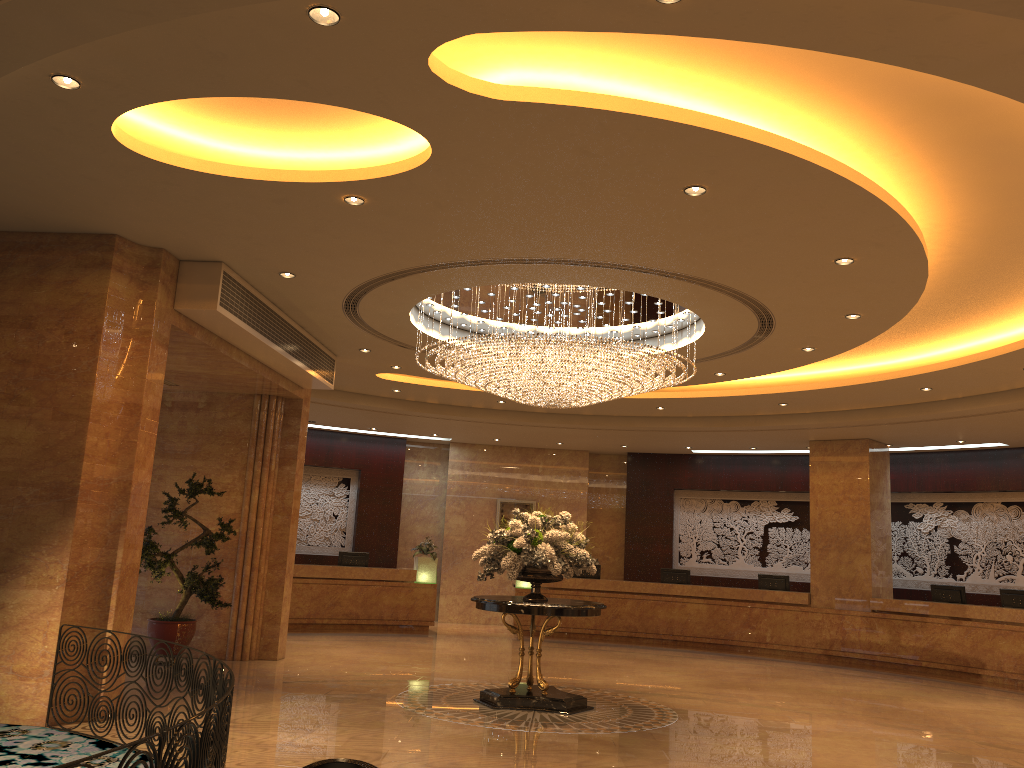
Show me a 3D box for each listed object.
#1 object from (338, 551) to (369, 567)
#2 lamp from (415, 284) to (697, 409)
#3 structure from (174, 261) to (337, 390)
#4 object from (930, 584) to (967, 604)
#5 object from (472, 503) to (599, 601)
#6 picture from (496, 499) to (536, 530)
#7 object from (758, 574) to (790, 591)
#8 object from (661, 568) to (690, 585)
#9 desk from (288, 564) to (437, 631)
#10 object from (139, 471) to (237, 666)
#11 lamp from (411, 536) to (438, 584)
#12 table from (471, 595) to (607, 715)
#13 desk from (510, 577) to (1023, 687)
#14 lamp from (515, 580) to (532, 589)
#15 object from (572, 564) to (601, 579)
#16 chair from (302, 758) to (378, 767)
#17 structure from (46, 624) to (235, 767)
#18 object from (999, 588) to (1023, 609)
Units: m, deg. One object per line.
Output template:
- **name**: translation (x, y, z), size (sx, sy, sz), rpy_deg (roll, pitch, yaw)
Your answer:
- **object**: translation (-3.280, 3.543, 17.417), size (0.918, 0.500, 0.397), rpy_deg (6, -11, -13)
- **lamp**: translation (0.498, -0.321, 10.237), size (3.206, 1.196, 3.204), rpy_deg (-6, -14, 41)
- **structure**: translation (-2.855, -0.554, 10.505), size (0.425, 0.483, 4.113), rpy_deg (2, -11, 5)
- **object**: translation (7.480, 3.701, 15.186), size (0.430, 0.500, 0.531), rpy_deg (3, -11, 1)
- **object**: translation (0.302, 1.884, 9.850), size (1.277, 0.999, 1.318), rpy_deg (-4, -13, 35)
- **picture**: translation (0.084, 3.062, 19.962), size (0.875, 0.890, 0.068), rpy_deg (4, -11, -4)
- **object**: translation (5.069, 3.946, 17.171), size (0.430, 0.500, 0.531), rpy_deg (8, -12, -23)
- **object**: translation (3.299, 3.989, 17.915), size (0.430, 0.500, 0.531), rpy_deg (11, -13, -34)
- **desk**: translation (-3.848, 4.017, 16.823), size (5.227, 1.155, 1.570), rpy_deg (10, -13, -30)
- **object**: translation (-4.109, 2.279, 11.019), size (1.250, 2.363, 0.843), rpy_deg (6, -11, -14)
- **lamp**: translation (-1.735, 3.487, 17.642), size (0.570, 0.923, 0.580), rpy_deg (3, -11, 2)
- **table**: translation (0.262, 2.902, 9.624), size (1.493, 1.089, 1.493), rpy_deg (4, -11, -2)
- **desk**: translation (5.535, 4.259, 15.363), size (12.951, 1.155, 3.466), rpy_deg (-6, -14, 38)
- **lamp**: translation (0.280, 3.662, 17.967), size (0.577, 0.925, 0.542), rpy_deg (2, -11, 7)
- **object**: translation (1.522, 3.958, 18.271), size (0.531, 0.500, 0.430), rpy_deg (-6, -14, 41)
- **chair**: translation (-0.546, 1.561, 2.345), size (0.951, 0.916, 0.769), rpy_deg (3, -11, 0)
- **structure**: translation (-3.420, 1.683, 3.043), size (3.815, 0.995, 7.624), rpy_deg (-1, -12, 23)
- **object**: translation (8.163, 3.563, 14.265), size (0.430, 0.500, 0.531), rpy_deg (2, -11, 7)
